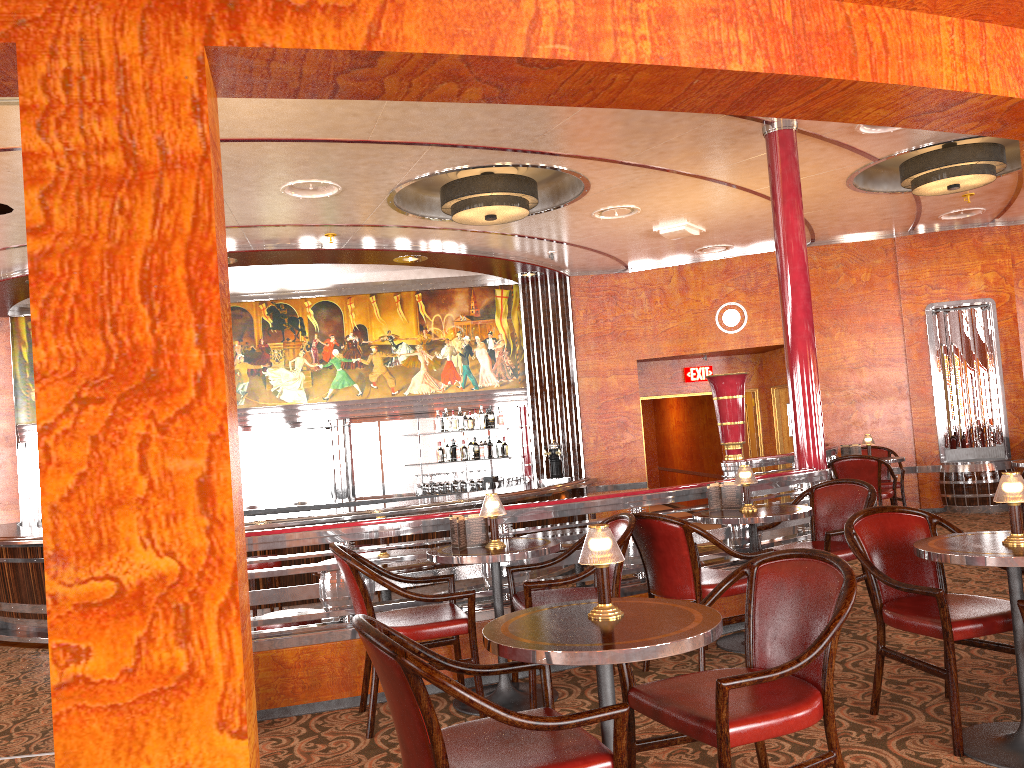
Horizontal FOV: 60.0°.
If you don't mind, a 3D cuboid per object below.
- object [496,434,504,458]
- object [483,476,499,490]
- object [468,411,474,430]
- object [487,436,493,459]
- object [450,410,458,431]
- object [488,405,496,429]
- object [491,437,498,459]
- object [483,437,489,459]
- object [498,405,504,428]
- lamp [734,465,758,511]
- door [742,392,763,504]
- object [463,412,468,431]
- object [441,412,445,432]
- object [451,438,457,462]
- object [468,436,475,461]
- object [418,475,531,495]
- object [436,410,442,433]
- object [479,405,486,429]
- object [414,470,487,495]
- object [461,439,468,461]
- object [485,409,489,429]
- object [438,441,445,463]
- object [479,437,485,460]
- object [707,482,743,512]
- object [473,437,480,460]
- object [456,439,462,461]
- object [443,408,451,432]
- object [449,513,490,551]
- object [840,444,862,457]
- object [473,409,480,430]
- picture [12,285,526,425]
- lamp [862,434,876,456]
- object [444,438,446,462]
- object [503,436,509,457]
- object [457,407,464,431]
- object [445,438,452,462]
[{"bbox_3d":[-0.157,0.784,11.229,0.078,0.305,0.078,-5,-3,9],"label":"object"},{"bbox_3d":[-0.277,1.241,11.108,0.169,0.156,0.195,-6,-3,21],"label":"object"},{"bbox_3d":[-0.523,0.462,11.165,0.070,0.238,0.070,-3,-3,-30],"label":"object"},{"bbox_3d":[-0.282,0.805,11.323,0.090,0.293,0.090,-6,-3,30],"label":"object"},{"bbox_3d":[-0.734,0.460,11.148,0.080,0.272,0.080,-4,-3,-11],"label":"object"},{"bbox_3d":[-0.260,0.414,11.162,0.090,0.293,0.090,-6,-3,30],"label":"object"},{"bbox_3d":[-0.223,0.802,11.178,0.080,0.272,0.080,-4,-3,-1],"label":"object"},{"bbox_3d":[-0.332,0.807,11.197,0.067,0.282,0.067,-2,-3,-44],"label":"object"},{"bbox_3d":[-0.138,0.411,11.191,0.067,0.282,0.067,-5,-3,7],"label":"object"},{"bbox_3d":[1.303,0.577,4.930,0.130,0.250,0.130,-7,-4,43],"label":"lamp"},{"bbox_3d":[3.221,1.086,12.122,0.063,1.982,0.808,-4,-3,-10],"label":"door"},{"bbox_3d":[-0.612,0.473,11.221,0.068,0.235,0.212,-5,-3,16],"label":"object"},{"bbox_3d":[-0.861,0.484,11.244,0.090,0.256,0.090,-5,-3,17],"label":"object"},{"bbox_3d":[-0.735,0.836,11.261,0.090,0.293,0.090,-3,-3,-25],"label":"object"},{"bbox_3d":[-0.513,0.806,11.142,0.078,0.305,0.078,-6,-3,34],"label":"object"},{"bbox_3d":[-0.462,1.271,11.180,1.425,0.134,0.403,-5,-3,2],"label":"object"},{"bbox_3d":[-0.925,0.469,11.134,0.067,0.282,0.067,-7,-3,41],"label":"object"},{"bbox_3d":[-0.377,0.417,11.169,0.078,0.305,0.078,-3,-3,-23],"label":"object"},{"bbox_3d":[-0.756,1.235,11.113,0.951,0.244,0.396,-4,-3,-1],"label":"object"},{"bbox_3d":[-0.603,0.836,11.245,0.080,0.272,0.080,-4,-3,-1],"label":"object"},{"bbox_3d":[-0.305,0.445,11.324,0.090,0.256,0.090,-5,-3,2],"label":"object"},{"bbox_3d":[-0.901,0.856,11.204,0.080,0.272,0.080,-4,-3,-1],"label":"object"},{"bbox_3d":[-0.381,0.806,11.125,0.067,0.282,0.067,-3,-3,-30],"label":"object"},{"bbox_3d":[1.176,0.641,5.050,0.169,0.156,0.195,-2,-4,-34],"label":"object"},{"bbox_3d":[-0.460,0.814,11.240,0.090,0.293,0.090,-4,-3,-10],"label":"object"},{"bbox_3d":[-0.671,0.831,11.158,0.067,0.282,0.067,-2,-3,-39],"label":"object"},{"bbox_3d":[-0.820,0.450,11.142,0.078,0.305,0.078,-4,-3,-13],"label":"object"},{"bbox_3d":[-0.240,0.704,4.238,0.195,0.156,0.169,-2,-4,-44],"label":"object"},{"bbox_3d":[3.448,0.688,8.949,0.169,0.156,0.195,-4,-3,-9],"label":"object"},{"bbox_3d":[-0.461,0.446,11.267,0.080,0.272,0.080,-3,-3,-36],"label":"object"},{"bbox_3d":[-2.972,-0.385,11.070,6.254,1.321,0.001,-4,-2,-4],"label":"picture"},{"bbox_3d":[3.556,0.626,8.835,0.130,0.250,0.130,-6,-3,25],"label":"lamp"},{"bbox_3d":[-0.818,0.835,11.239,0.078,0.305,0.206,-4,-3,-8],"label":"object"},{"bbox_3d":[-0.089,0.800,11.320,0.080,0.272,0.080,-4,-3,-6],"label":"object"},{"bbox_3d":[-0.645,0.436,11.134,0.078,0.305,0.078,-4,-3,-16],"label":"object"},{"bbox_3d":[-0.806,0.829,11.150,0.078,0.305,0.078,-4,-3,-11],"label":"object"}]
